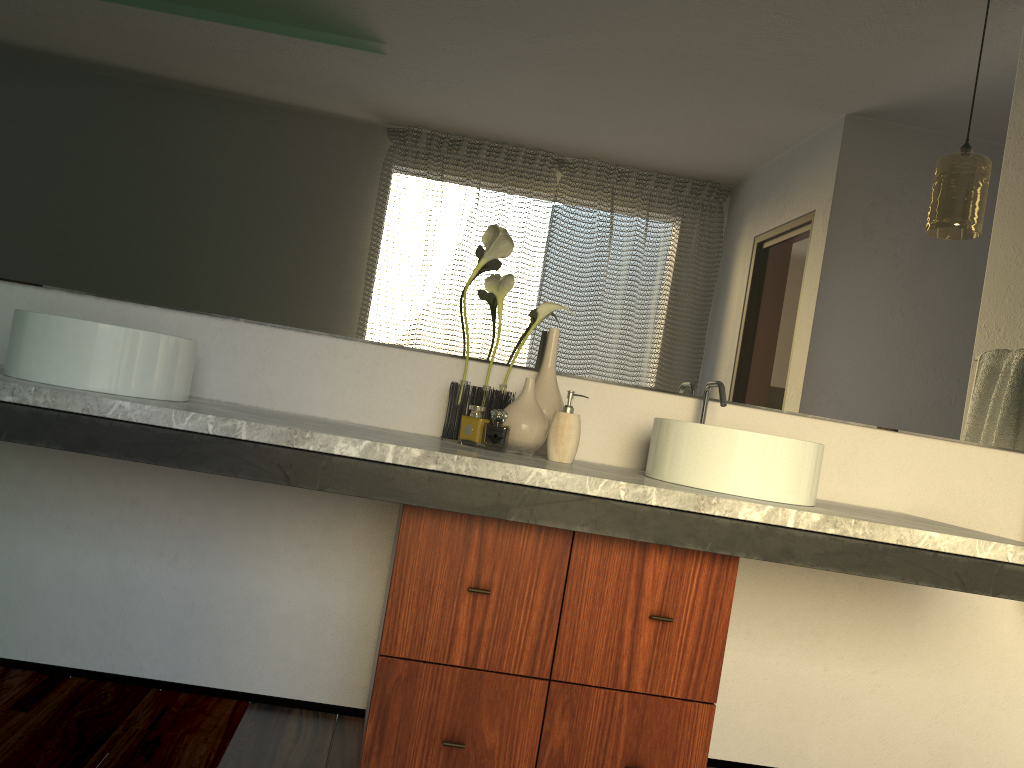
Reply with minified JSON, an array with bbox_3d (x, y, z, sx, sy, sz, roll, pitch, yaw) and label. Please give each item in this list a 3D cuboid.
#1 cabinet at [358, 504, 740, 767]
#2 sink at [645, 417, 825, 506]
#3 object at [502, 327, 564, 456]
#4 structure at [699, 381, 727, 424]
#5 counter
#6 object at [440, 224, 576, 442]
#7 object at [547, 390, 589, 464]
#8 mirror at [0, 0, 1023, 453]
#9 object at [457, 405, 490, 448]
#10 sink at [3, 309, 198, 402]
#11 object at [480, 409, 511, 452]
[{"bbox_3d":[0.045,0.563,1.915,0.657,0.599,0.514,10,-1,-5],"label":"cabinet"},{"bbox_3d":[0.479,0.166,1.925,0.350,0.130,0.364,10,-2,-28],"label":"sink"},{"bbox_3d":[0.058,0.013,2.051,0.122,0.305,0.236,9,-1,21],"label":"object"},{"bbox_3d":[0.441,0.109,2.088,0.066,0.242,0.165,9,-1,-3],"label":"structure"},{"bbox_3d":[-0.090,0.188,1.872,2.251,0.101,0.589,10,-2,-4],"label":"counter"},{"bbox_3d":[-0.007,-0.098,2.080,0.239,0.504,0.192,10,-1,-27],"label":"object"},{"bbox_3d":[0.117,0.093,1.939,0.069,0.158,0.072,10,-1,-22],"label":"object"},{"bbox_3d":[-0.440,-0.700,2.144,4.065,1.152,0.017,10,-1,-4],"label":"mirror"},{"bbox_3d":[-0.084,0.095,1.987,0.067,0.092,0.038,8,-2,45],"label":"object"},{"bbox_3d":[-0.846,-0.056,1.836,0.357,0.130,0.358,9,-2,-3],"label":"sink"},{"bbox_3d":[-0.033,0.100,1.930,0.057,0.090,0.038,9,-1,5],"label":"object"}]
